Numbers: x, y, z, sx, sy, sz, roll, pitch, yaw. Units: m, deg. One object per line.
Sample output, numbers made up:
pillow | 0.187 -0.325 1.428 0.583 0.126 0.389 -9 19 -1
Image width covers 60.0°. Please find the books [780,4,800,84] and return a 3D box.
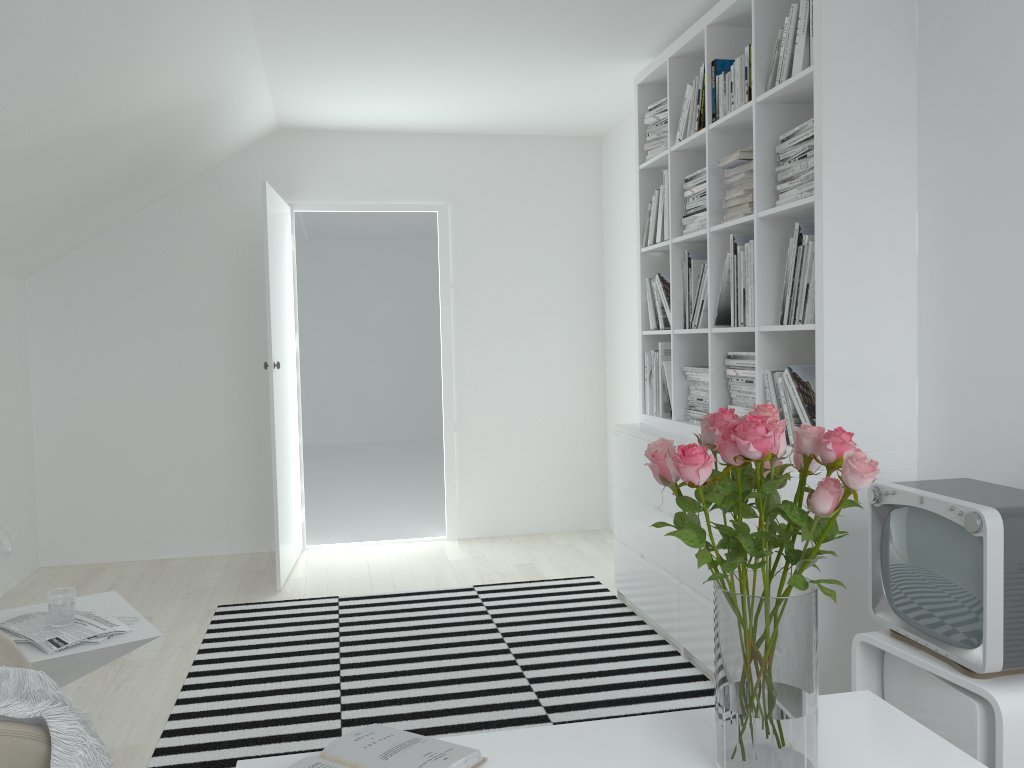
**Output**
books | 0.943 -1.060 2.785 0.172 0.235 0.112 -2 3 -11

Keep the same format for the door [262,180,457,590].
door | -1.037 -0.033 5.107 0.688 2.055 1.397 1 4 37

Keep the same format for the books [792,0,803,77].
books | 0.962 -1.061 2.744 0.172 0.239 0.093 -2 3 -11

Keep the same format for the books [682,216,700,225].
books | 0.829 -0.664 3.532 0.180 0.028 0.296 -2 3 -16

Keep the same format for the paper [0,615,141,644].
paper | -1.137 0.616 2.242 0.312 0.015 0.205 -1 3 4

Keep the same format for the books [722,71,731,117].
books | 0.820 -1.043 3.208 0.120 0.167 0.020 -2 3 -11

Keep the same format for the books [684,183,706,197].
books | 0.820 -0.775 3.529 0.174 0.021 0.273 -2 3 -11

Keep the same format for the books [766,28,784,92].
books | 0.923 -1.038 2.894 0.161 0.210 0.127 -2 3 -11

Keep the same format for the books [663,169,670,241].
books | 0.729 -0.754 3.747 0.176 0.290 0.053 -2 3 -11

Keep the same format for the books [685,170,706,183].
books | 0.816 -0.830 3.520 0.159 0.012 0.285 -2 3 -11

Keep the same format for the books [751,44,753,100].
books | 0.875 -1.045 2.970 0.139 0.191 0.036 -2 3 -11

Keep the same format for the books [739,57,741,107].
books | 0.851 -1.044 3.085 0.128 0.178 0.021 -2 3 -11

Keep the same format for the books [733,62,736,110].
books | 0.846 -1.046 3.136 0.128 0.178 0.022 -2 3 -11

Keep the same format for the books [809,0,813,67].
books | 0.970 -1.080 2.626 0.176 0.290 0.053 -2 3 -11

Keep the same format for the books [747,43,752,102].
books | 0.869 -1.050 3.011 0.136 0.196 0.045 -2 3 -11

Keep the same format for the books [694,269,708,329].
books | 0.837 -0.340 3.556 0.167 0.236 0.146 -2 3 -11

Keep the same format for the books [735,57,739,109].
books | 0.853 -1.048 3.111 0.134 0.184 0.030 -2 3 -11

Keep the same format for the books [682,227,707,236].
books | 0.819 -0.606 3.529 0.182 0.016 0.288 -2 3 -11

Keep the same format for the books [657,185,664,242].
books | 0.723 -0.734 3.825 0.174 0.242 0.105 -2 3 -11

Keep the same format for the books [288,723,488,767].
books | -0.227 0.628 1.419 0.231 0.040 0.342 0 3 31

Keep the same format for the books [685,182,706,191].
books | 0.823 -0.793 3.539 0.161 0.013 0.254 -2 3 -16

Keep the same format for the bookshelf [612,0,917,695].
bookshelf | 0.828 -0.170 3.367 0.440 2.416 1.595 -2 3 -11

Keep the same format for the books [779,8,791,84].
books | 0.940 -1.060 2.817 0.152 0.232 0.104 -2 3 -11

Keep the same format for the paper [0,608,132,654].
paper | -1.138 0.613 2.241 0.312 0.024 0.205 1 4 39

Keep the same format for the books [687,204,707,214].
books | 0.842 -0.703 3.540 0.182 0.016 0.288 -2 3 -11

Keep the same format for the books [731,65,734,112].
books | 0.834 -1.044 3.154 0.109 0.171 0.018 -2 3 -11

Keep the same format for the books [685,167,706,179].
books | 0.816 -0.843 3.535 0.161 0.012 0.254 -2 3 -11

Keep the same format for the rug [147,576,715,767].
rug | -0.055 1.118 2.244 1.846 0.004 4.362 -2 3 -11

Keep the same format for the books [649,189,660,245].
books | 0.702 -0.734 3.906 0.172 0.235 0.112 -2 3 -11

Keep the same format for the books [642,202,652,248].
books | 0.682 -0.712 4.016 0.161 0.210 0.127 -2 3 -11

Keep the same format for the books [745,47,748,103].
books | 0.864 -1.053 3.043 0.127 0.200 0.020 -2 3 -11

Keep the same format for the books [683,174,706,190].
books | 0.825 -0.811 3.526 0.176 0.025 0.331 -2 3 -11

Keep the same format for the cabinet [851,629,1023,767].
cabinet | 1.102 0.859 2.091 0.350 0.477 0.467 -2 3 -17

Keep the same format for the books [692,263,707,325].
books | 0.830 -0.356 3.577 0.159 0.253 0.153 -2 3 -11

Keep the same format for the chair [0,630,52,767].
chair | -1.147 0.708 1.513 0.776 0.941 0.719 -3 4 -37

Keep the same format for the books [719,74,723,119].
books | 0.808 -1.042 3.232 0.106 0.162 0.032 -2 3 -11

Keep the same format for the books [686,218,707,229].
books | 0.828 -0.641 3.537 0.174 0.021 0.273 -2 3 -11

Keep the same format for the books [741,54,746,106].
books | 0.854 -1.043 3.063 0.128 0.179 0.022 -2 3 -11

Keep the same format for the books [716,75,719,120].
books | 0.803 -1.046 3.257 0.107 0.167 0.017 -2 3 -11

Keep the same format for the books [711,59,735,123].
books | 0.812 -1.080 3.292 0.140 0.231 0.042 -2 3 -11

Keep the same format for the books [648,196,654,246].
books | 0.697 -0.728 3.968 0.161 0.218 0.101 -2 3 -11

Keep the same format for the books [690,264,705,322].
books | 0.820 -0.368 3.582 0.161 0.226 0.138 -2 3 -11

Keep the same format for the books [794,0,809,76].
books | 0.964 -1.060 2.704 0.174 0.242 0.105 -2 3 -11

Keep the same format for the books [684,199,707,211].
books | 0.826 -0.720 3.545 0.167 0.017 0.263 -2 3 -16

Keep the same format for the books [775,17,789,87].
books | 0.938 -1.054 2.847 0.161 0.218 0.101 -2 3 -11

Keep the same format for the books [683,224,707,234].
books | 0.833 -0.623 3.537 0.182 0.016 0.288 -2 3 -16

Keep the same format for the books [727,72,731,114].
books | 0.825 -1.035 3.171 0.110 0.153 0.019 -2 3 -11

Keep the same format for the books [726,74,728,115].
books | 0.823 -1.036 3.189 0.110 0.153 0.018 -2 3 -11

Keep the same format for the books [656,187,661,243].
books | 0.722 -0.735 3.866 0.172 0.239 0.093 -2 3 -11
